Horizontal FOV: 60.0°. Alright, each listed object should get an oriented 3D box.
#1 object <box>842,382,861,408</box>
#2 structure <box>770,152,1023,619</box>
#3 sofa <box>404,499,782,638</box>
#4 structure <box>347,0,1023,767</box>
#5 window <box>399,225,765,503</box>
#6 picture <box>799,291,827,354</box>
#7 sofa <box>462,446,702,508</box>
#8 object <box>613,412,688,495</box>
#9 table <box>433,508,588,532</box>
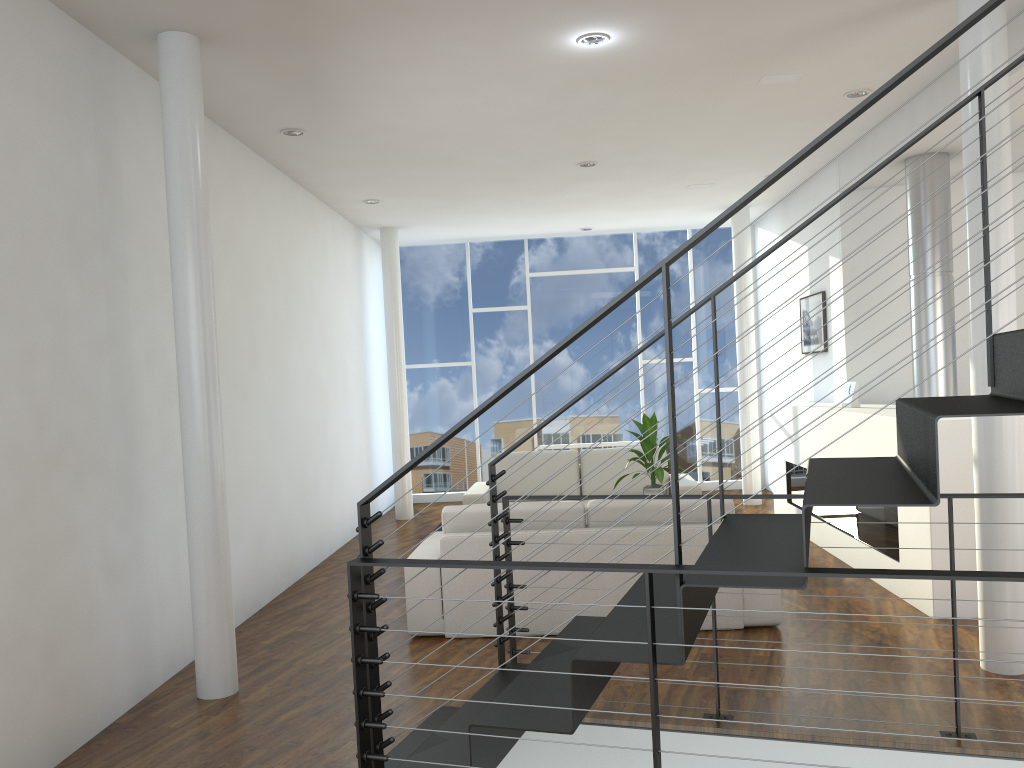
[{"bbox_3d":[2.005,0.063,5.248,0.061,0.151,0.100,-3,1,-10],"label":"object"},{"bbox_3d":[2.180,-0.123,5.090,0.750,2.207,2.748,-3,1,3],"label":"structure"},{"bbox_3d":[0.357,0.783,4.176,1.611,0.566,0.802,-3,1,4],"label":"sofa"},{"bbox_3d":[1.647,0.541,1.902,4.363,6.302,1.093,-2,2,19],"label":"structure"},{"bbox_3d":[0.490,-1.743,8.188,3.415,5.639,0.090,-3,2,3],"label":"window"},{"bbox_3d":[2.151,-0.429,6.341,0.020,0.415,0.575,-3,1,3],"label":"picture"},{"bbox_3d":[0.491,0.768,6.308,1.611,0.566,0.802,-3,1,4],"label":"sofa"},{"bbox_3d":[0.837,0.456,5.152,0.432,0.601,0.457,-3,1,-11],"label":"object"},{"bbox_3d":[0.390,0.922,5.237,1.608,0.284,0.661,-3,0,4],"label":"table"}]
